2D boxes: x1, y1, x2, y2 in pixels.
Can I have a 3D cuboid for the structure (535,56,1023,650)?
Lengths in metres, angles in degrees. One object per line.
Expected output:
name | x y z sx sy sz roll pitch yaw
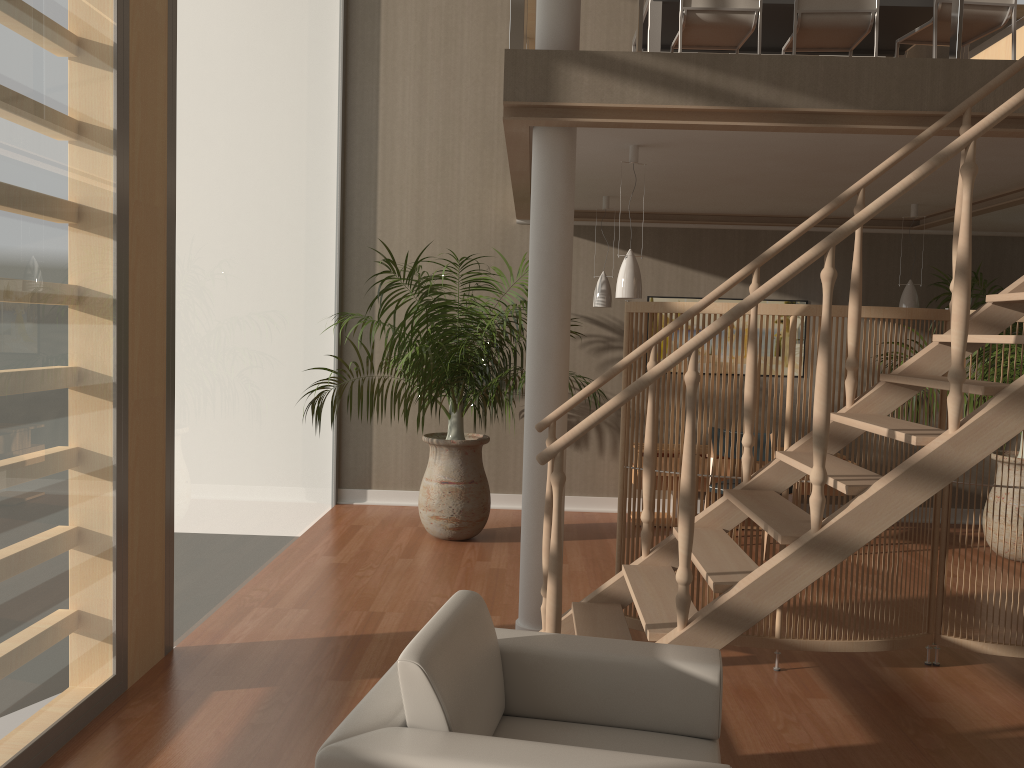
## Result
structure | 1.653 -0.449 3.268 3.150 3.578 1.000 2 3 1

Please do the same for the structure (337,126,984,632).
structure | 3.861 0.147 3.130 10.775 2.533 8.342 2 3 1

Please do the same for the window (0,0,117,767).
window | -1.544 -0.345 2.341 0.020 3.100 2.095 2 3 1

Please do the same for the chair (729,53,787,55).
chair | 1.706 -1.919 5.875 0.430 0.796 0.496 1 3 -4

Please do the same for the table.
table | 1.681 -1.865 5.464 1.800 0.740 0.900 2 3 1

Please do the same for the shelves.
shelves | 1.765 0.819 6.955 1.600 0.590 0.658 2 3 1

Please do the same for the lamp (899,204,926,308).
lamp | 2.882 -0.893 6.396 0.139 0.800 0.139 0 4 -24

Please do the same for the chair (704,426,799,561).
chair | 1.686 0.735 6.266 0.582 0.856 0.509 5 5 41

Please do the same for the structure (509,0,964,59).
structure | 1.669 -1.947 5.490 3.300 0.900 3.475 2 3 1

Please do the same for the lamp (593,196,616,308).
lamp | 0.671 -0.959 6.441 0.139 0.800 0.139 0 4 -24

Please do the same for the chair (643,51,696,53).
chair | 1.098 -1.945 6.018 0.430 0.796 0.496 1 3 -4

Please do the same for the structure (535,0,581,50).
structure | 0.238 -2.647 3.963 0.200 2.400 0.200 2 3 1

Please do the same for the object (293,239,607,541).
object | -0.429 0.166 6.309 2.109 2.304 2.157 1 3 -6

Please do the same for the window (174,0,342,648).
window | -1.462 -1.289 5.567 0.020 5.200 3.340 2 3 1

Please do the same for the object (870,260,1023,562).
object | 3.611 0.288 6.207 2.157 2.304 2.109 1 4 -10

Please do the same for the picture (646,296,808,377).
picture | 1.764 -0.390 7.316 1.317 0.633 0.010 2 3 1

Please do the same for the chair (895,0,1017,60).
chair | 2.328 -1.829 4.689 0.430 0.796 0.496 1 3 -4

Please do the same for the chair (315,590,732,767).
chair | 0.086 0.988 2.285 0.905 0.740 0.900 2 4 11

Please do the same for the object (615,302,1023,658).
object | 1.606 0.427 3.997 2.229 1.542 0.233 2 3 6

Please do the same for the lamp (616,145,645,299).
lamp | 0.632 -0.854 4.687 0.139 0.800 0.139 3 4 16

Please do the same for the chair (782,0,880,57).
chair | 1.719 -1.857 4.853 0.430 0.796 0.496 2 3 6

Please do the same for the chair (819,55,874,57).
chair | 2.276 -1.902 5.871 0.430 0.796 0.496 2 4 11

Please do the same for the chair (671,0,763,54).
chair | 1.101 -1.875 4.872 0.430 0.796 0.496 2 3 1
